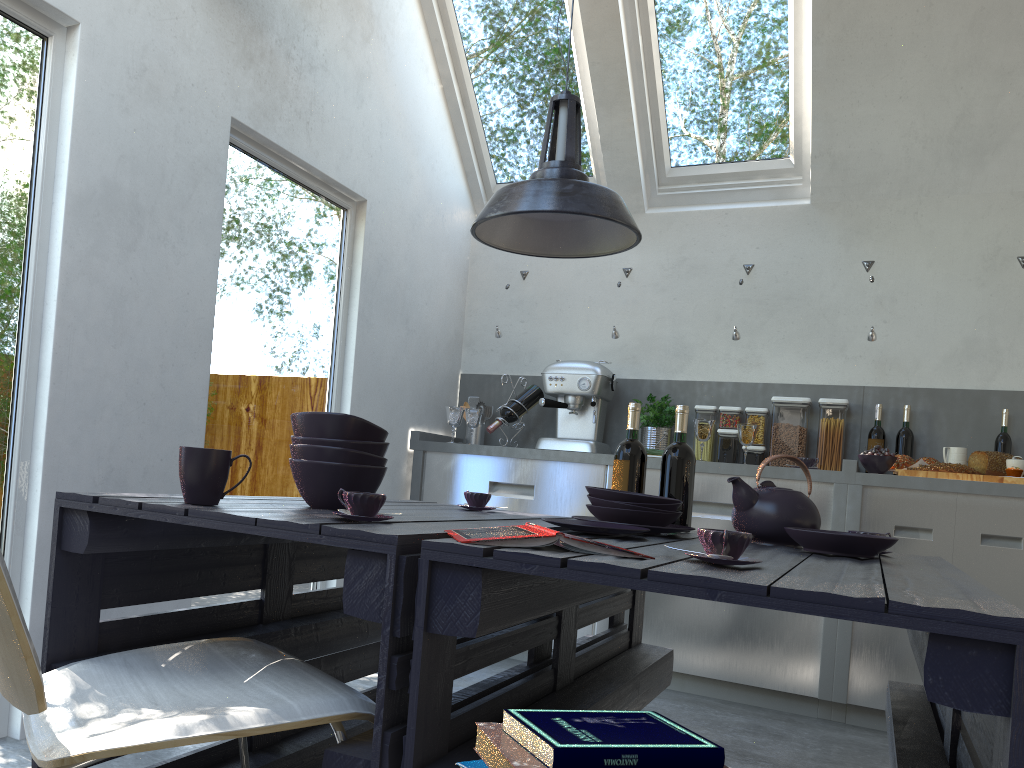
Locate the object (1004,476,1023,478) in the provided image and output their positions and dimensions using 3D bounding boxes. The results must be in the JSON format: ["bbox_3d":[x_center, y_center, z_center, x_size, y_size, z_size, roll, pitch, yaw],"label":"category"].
[{"bbox_3d":[1.921,0.363,3.429,0.019,0.003,0.206,10,-8,-41],"label":"object"}]

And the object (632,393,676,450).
[{"bbox_3d":[0.720,0.215,4.383,0.239,0.341,0.260,6,-3,-22],"label":"object"}]

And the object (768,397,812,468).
[{"bbox_3d":[1.323,0.245,4.177,0.183,0.353,0.122,4,-1,25],"label":"object"}]

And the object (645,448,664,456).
[{"bbox_3d":[0.662,0.321,4.133,0.293,0.053,0.134,0,-7,40],"label":"object"}]

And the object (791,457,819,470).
[{"bbox_3d":[1.275,0.347,3.797,0.123,0.056,0.110,1,-7,40],"label":"object"}]

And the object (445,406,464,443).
[{"bbox_3d":[-0.307,0.216,4.565,0.102,0.191,0.095,4,-2,19],"label":"object"}]

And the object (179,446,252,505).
[{"bbox_3d":[-0.590,0.181,1.709,0.134,0.109,0.098,4,-3,17],"label":"object"}]

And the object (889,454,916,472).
[{"bbox_3d":[1.660,0.338,3.728,0.114,0.076,0.124,7,-5,-22],"label":"object"}]

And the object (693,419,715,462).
[{"bbox_3d":[0.865,0.258,3.969,0.096,0.191,0.101,6,-2,-16],"label":"object"}]

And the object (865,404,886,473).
[{"bbox_3d":[1.671,0.264,4.010,0.075,0.344,0.070,5,-1,18],"label":"object"}]

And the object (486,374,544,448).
[{"bbox_3d":[-0.021,0.146,4.641,0.314,0.393,0.247,7,-3,-36],"label":"object"}]

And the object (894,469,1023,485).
[{"bbox_3d":[1.836,0.387,3.584,0.493,0.028,0.295,2,-7,26],"label":"object"}]

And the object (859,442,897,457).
[{"bbox_3d":[1.529,0.291,3.655,0.163,0.095,0.139,4,-4,11],"label":"object"}]

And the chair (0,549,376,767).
[{"bbox_3d":[-0.643,0.599,1.545,0.733,0.817,0.734,7,-4,-35],"label":"chair"}]

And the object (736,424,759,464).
[{"bbox_3d":[1.075,0.281,4.013,0.101,0.191,0.096,5,-2,13],"label":"object"}]

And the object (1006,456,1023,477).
[{"bbox_3d":[2.012,0.318,3.485,0.070,0.120,0.076,6,-2,-20],"label":"object"}]

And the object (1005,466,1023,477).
[{"bbox_3d":[1.974,0.347,3.439,0.060,0.046,0.058,4,-4,10],"label":"object"}]

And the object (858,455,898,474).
[{"bbox_3d":[1.525,0.341,3.654,0.142,0.079,0.152,7,-5,-17],"label":"object"}]

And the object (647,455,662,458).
[{"bbox_3d":[0.680,0.345,4.124,0.274,0.012,0.174,3,-7,23],"label":"object"}]

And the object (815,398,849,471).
[{"bbox_3d":[1.494,0.252,4.093,0.134,0.353,0.122,4,-1,24],"label":"object"}]

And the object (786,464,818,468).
[{"bbox_3d":[1.249,0.358,3.765,0.132,0.013,0.028,5,-5,2],"label":"object"}]

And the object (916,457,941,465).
[{"bbox_3d":[1.777,0.350,3.740,0.114,0.076,0.124,7,-5,-22],"label":"object"}]

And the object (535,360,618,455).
[{"bbox_3d":[0.331,0.111,4.473,0.375,0.499,0.410,4,-3,24],"label":"object"}]

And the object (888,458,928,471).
[{"bbox_3d":[1.702,0.346,3.717,0.208,0.059,0.190,-1,-8,45],"label":"object"}]

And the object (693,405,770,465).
[{"bbox_3d":[1.067,0.263,4.286,0.357,0.293,0.101,3,-2,26],"label":"object"}]

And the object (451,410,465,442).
[{"bbox_3d":[-0.309,0.231,4.707,0.098,0.191,0.099,5,-2,-4],"label":"object"}]

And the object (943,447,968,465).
[{"bbox_3d":[1.871,0.327,3.686,0.085,0.119,0.086,7,-3,-43],"label":"object"}]

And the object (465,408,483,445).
[{"bbox_3d":[-0.208,0.227,4.588,0.093,0.191,0.104,7,-2,-42],"label":"object"}]

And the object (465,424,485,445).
[{"bbox_3d":[-0.206,0.287,4.875,0.102,0.132,0.111,6,-3,-24],"label":"object"}]

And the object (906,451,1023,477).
[{"bbox_3d":[1.858,0.321,3.590,0.452,0.111,0.128,5,-4,-2],"label":"object"}]

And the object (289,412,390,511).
[{"bbox_3d":[-0.391,0.178,1.969,0.203,0.213,0.205,4,-4,26],"label":"object"}]

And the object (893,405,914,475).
[{"bbox_3d":[1.776,0.268,3.957,0.076,0.344,0.068,5,-1,28],"label":"object"}]

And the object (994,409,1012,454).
[{"bbox_3d":[2.122,0.280,3.782,0.065,0.344,0.059,5,-1,28],"label":"object"}]
